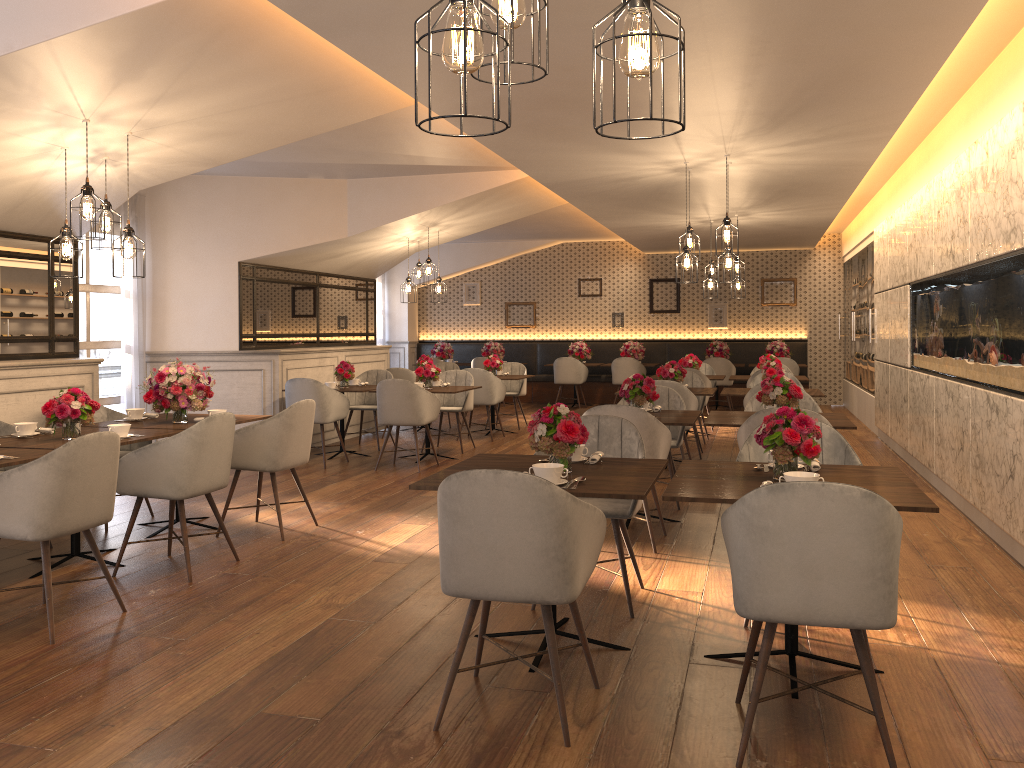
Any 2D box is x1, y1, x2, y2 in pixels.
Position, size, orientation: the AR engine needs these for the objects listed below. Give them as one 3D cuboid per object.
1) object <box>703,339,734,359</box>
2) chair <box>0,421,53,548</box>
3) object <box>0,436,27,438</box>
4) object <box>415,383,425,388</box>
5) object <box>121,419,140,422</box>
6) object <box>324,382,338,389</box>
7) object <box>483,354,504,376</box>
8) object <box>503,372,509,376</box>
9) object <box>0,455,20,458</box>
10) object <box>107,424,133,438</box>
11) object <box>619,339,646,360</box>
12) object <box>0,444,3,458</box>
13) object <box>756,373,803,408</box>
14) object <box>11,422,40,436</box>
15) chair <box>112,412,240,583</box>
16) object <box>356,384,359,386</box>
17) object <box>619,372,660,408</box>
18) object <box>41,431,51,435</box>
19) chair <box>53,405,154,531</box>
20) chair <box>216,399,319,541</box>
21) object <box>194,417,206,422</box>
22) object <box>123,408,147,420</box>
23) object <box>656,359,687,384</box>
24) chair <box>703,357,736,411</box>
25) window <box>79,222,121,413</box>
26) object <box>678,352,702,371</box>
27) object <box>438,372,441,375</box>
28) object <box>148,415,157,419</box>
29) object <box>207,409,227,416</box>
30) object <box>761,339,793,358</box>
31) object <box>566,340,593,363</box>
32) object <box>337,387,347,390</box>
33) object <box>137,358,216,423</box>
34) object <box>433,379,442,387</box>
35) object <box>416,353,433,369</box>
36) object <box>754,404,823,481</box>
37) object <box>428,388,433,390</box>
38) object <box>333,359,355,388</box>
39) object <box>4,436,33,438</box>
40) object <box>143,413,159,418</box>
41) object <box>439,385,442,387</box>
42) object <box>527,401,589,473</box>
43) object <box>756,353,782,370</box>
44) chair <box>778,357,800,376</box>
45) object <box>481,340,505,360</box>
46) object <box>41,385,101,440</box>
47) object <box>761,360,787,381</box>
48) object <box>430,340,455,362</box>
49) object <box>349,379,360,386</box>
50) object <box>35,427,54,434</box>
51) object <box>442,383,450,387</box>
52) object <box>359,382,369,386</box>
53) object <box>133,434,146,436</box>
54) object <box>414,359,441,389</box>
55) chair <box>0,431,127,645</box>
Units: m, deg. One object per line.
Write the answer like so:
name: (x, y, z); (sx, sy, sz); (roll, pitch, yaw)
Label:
object: (3.378, -0.526, 14.528); (0.420, 0.425, 0.405); (-2, 2, -32)
chair: (-3.113, 0.578, 5.231); (0.526, 0.872, 0.565); (0, 1, 15)
object: (-2.812, 0.298, 4.984); (0.197, 0.015, 0.043); (0, 3, 12)
object: (-0.937, 0.027, 8.786); (0.148, 0.072, 0.148); (-1, 3, -17)
object: (-2.563, 0.242, 5.883); (0.197, 0.015, 0.043); (0, 3, 12)
object: (-1.848, 0.018, 9.038); (0.148, 0.072, 0.148); (-1, 3, -17)
object: (-0.233, -0.243, 11.273); (0.234, 0.301, 0.305); (1, 2, 35)
object: (-0.079, -0.132, 11.589); (0.056, 0.039, 0.176); (0, 3, 15)
object: (-2.432, 0.341, 4.222); (0.197, 0.015, 0.043); (0, 3, 12)
object: (-2.204, 0.266, 4.971); (0.148, 0.072, 0.148); (-2, 3, -32)
object: (2.031, -0.539, 14.888); (0.419, 0.425, 0.406); (0, 2, 18)
object: (-2.444, 0.320, 4.107); (0.148, 0.072, 0.148); (-2, 3, -32)
object: (1.770, 0.071, 5.829); (0.305, 0.301, 0.234); (1, 2, 37)
object: (-2.801, 0.262, 5.098); (0.148, 0.072, 0.148); (-2, 3, -32)
chair: (-1.828, 0.589, 4.894); (0.526, 0.872, 0.565); (0, 1, 15)
object: (-1.646, 0.006, 9.604); (0.025, 0.024, 0.193); (0, 3, 15)
object: (0.862, 0.061, 6.109); (0.234, 0.301, 0.305); (-2, 2, -42)
object: (-2.770, 0.281, 5.173); (0.192, 0.024, 0.025); (1, 2, 15)
chair: (-2.862, 0.521, 6.136); (0.526, 0.872, 0.565); (0, 1, 15)
chair: (-1.578, 0.533, 5.799); (0.526, 0.872, 0.565); (0, 1, 15)
object: (-1.985, 0.234, 5.759); (0.175, 0.039, 0.056); (1, 3, 15)
object: (-2.552, 0.206, 5.997); (0.148, 0.072, 0.148); (-2, 3, -32)
object: (1.550, -0.094, 8.593); (0.305, 0.301, 0.234); (-1, 1, -7)
chair: (3.238, 0.007, 13.956); (0.565, 0.872, 0.526); (0, 1, 15)
window: (-3.925, -0.434, 9.500); (0.495, 2.387, 14.543); (0, 3, 12)
object: (2.213, -0.243, 10.982); (0.305, 0.301, 0.234); (-1, 1, -7)
object: (-0.990, -0.141, 11.841); (0.056, 0.039, 0.176); (0, 3, 15)
object: (-2.521, 0.225, 6.071); (0.192, 0.024, 0.025); (1, 2, 15)
object: (-1.955, 0.210, 5.869); (0.148, 0.072, 0.148); (-2, 3, -32)
object: (4.286, -0.518, 14.288); (0.420, 0.425, 0.405); (-1, 2, -31)
object: (1.160, -0.552, 15.233); (0.420, 0.425, 0.405); (-1, 2, -31)
object: (-1.741, 0.046, 9.029); (0.043, 0.015, 0.197); (1, 4, 19)
object: (-2.173, 0.038, 5.797); (0.419, 0.425, 0.406); (0, 2, 4)
object: (-0.809, -0.010, 9.382); (0.148, 0.072, 0.148); (-1, 3, -17)
object: (-1.141, -0.251, 11.512); (0.234, 0.301, 0.305); (-1, 2, -9)
object: (1.063, 0.220, 3.440); (0.234, 0.301, 0.305); (-1, 2, -9)
object: (-0.830, 0.055, 8.776); (0.043, 0.015, 0.197); (1, 4, 19)
object: (-1.761, -0.112, 9.275); (0.234, 0.301, 0.305); (-1, 2, -9)
object: (-2.796, 0.302, 5.016); (0.211, 0.004, 0.022); (1, 3, 15)
object: (-2.521, 0.216, 6.107); (0.175, 0.039, 0.056); (1, 3, 15)
object: (-0.735, 0.015, 9.352); (0.025, 0.024, 0.193); (0, 3, 15)
object: (0.199, 0.213, 3.672); (0.234, 0.301, 0.305); (-1, 2, -27)
object: (3.119, -0.232, 10.698); (0.305, 0.301, 0.234); (1, 2, 37)
chair: (4.163, 0.016, 13.700); (0.565, 0.872, 0.526); (0, 1, 15)
object: (-0.331, -0.562, 15.554); (0.419, 0.425, 0.406); (0, 2, 4)
object: (-2.455, 0.154, 4.941); (0.234, 0.301, 0.305); (1, 2, 35)
object: (2.461, -0.083, 8.310); (0.234, 0.301, 0.305); (0, 2, 17)
object: (-1.244, -0.571, 15.812); (0.420, 0.425, 0.405); (-2, 2, -32)
object: (-1.720, -0.019, 9.634); (0.148, 0.072, 0.148); (-1, 3, -17)
object: (-2.770, 0.272, 5.208); (0.175, 0.039, 0.056); (1, 3, 15)
object: (-0.699, 0.008, 9.352); (0.056, 0.039, 0.176); (0, 3, 15)
object: (-1.610, -0.001, 9.604); (0.056, 0.039, 0.176); (0, 3, 15)
object: (-2.193, 0.288, 5.085); (0.197, 0.015, 0.043); (0, 3, 12)
object: (-0.853, -0.104, 9.036); (0.234, 0.301, 0.305); (1, 2, 35)
chair: (-2.079, 0.646, 3.989); (0.526, 0.872, 0.565); (0, 1, 15)
